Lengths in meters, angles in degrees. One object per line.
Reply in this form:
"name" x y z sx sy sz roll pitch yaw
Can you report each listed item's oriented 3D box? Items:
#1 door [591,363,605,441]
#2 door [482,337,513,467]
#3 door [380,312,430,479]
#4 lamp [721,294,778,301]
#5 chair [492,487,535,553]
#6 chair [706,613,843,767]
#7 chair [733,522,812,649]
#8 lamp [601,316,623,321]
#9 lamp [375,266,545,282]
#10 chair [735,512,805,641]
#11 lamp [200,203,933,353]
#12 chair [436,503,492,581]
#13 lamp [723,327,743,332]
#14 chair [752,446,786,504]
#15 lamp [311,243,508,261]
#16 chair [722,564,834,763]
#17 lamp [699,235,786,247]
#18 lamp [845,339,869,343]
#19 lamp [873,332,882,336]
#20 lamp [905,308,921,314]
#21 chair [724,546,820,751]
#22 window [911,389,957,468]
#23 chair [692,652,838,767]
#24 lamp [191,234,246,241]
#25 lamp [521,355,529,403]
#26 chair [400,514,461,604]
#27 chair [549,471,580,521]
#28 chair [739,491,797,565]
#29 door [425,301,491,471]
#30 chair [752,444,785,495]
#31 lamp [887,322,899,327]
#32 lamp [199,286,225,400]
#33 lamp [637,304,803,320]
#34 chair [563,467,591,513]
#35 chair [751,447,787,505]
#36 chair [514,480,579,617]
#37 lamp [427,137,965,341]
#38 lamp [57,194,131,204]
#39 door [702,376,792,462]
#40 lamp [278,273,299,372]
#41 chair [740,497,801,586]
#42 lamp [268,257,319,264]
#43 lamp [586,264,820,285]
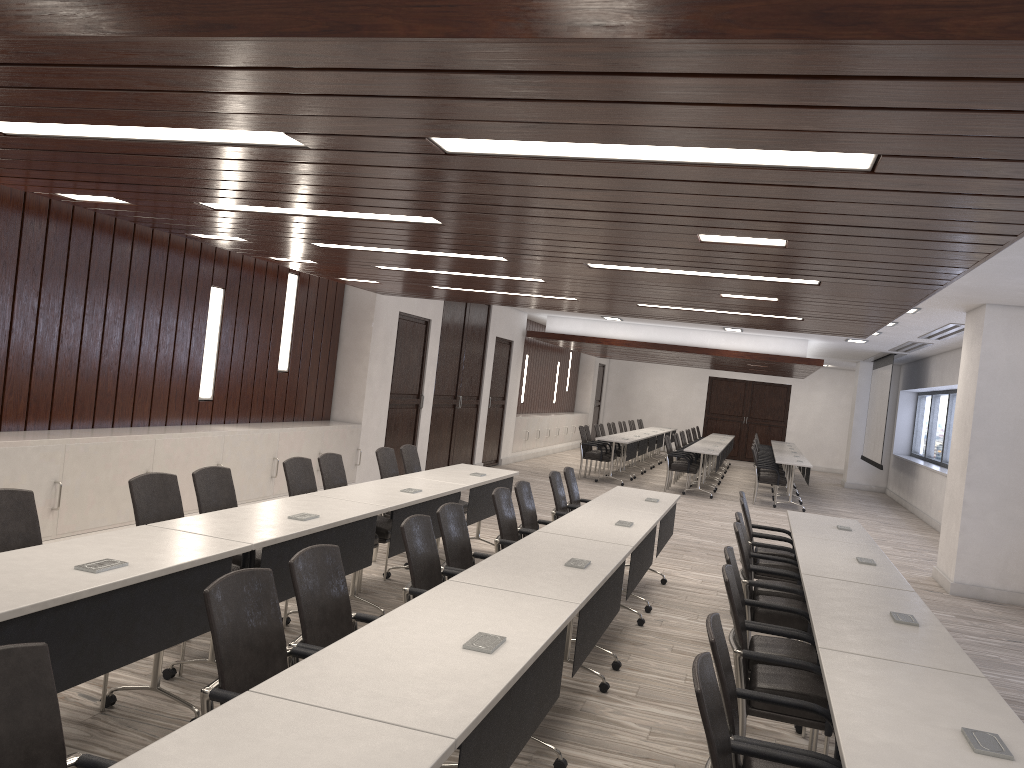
"door" 2.426 0.563 25.728 0.200 2.323 1.163 7 0 16
"door" -0.319 0.328 16.030 0.200 2.323 1.163 7 0 16
"door" -1.482 0.229 11.922 0.200 2.323 1.163 7 0 16
"lamp" 1.807 -0.683 6.743 0.421 0.046 0.236 7 0 16
"chair" 0.153 1.178 5.732 0.638 0.939 0.513 7 0 15
"chair" 0.907 1.285 2.902 0.638 0.939 0.513 7 0 15
"chair" 1.603 1.345 5.326 0.638 0.939 0.513 7 0 16
"lamp" 1.821 -1.235 16.053 0.324 0.120 0.519 7 0 16
"lamp" -0.451 -0.944 7.388 1.496 0.045 0.236 7 0 16
"chair" 1.740 1.357 5.830 0.638 0.939 0.513 7 0 16
"lamp" 3.107 -0.819 10.336 1.469 0.552 14.296 7 1 39
"chair" -0.116 1.155 4.783 0.638 0.939 0.513 7 0 16
"lamp" 3.864 -0.999 15.469 0.324 0.120 0.519 7 0 16
"chair" 4.479 1.591 15.549 0.638 0.939 0.513 7 0 15
"lamp" -0.750 -0.970 6.330 1.496 0.045 0.236 7 0 16
"chair" 1.186 1.310 3.858 0.638 0.939 0.513 7 0 16
"lamp" 1.148 -0.739 4.415 0.421 0.046 0.236 7 0 16
"lamp" 5.805 -0.774 14.914 0.324 0.120 0.519 7 0 16
"lamp" 5.339 -0.814 13.268 0.324 0.120 0.519 7 0 16
"lamp" 4.432 -0.892 10.061 0.324 0.120 0.519 7 0 16
"chair" 1.316 1.320 4.366 0.638 0.939 0.513 7 0 16
"window" 7.589 0.781 14.690 0.118 1.419 10.452 7 0 16
"chair" 0.759 1.273 2.398 0.638 0.939 0.513 7 0 16
"lamp" -2.228 -1.141 6.753 0.464 0.045 0.236 7 0 16
"lamp" 0.228 -0.116 19.221 0.094 1.058 0.236 7 0 16
"chair" -0.243 1.144 4.267 0.638 0.939 0.513 7 0 15
"chair" 0.576 1.214 7.197 0.638 0.939 0.513 7 0 15
"chair" 2.143 1.391 7.293 0.638 0.939 0.513 7 0 16
"door" -0.868 -0.002 13.975 0.200 2.889 2.327 7 0 16
"chair" 4.751 1.614 16.513 0.638 0.939 0.513 7 0 16
"lamp" 4.898 -0.852 11.708 0.324 0.120 0.519 7 0 16
"lamp" -2.859 -0.380 8.315 0.094 1.058 0.236 7 0 16
"lamp" 1.878 -0.686 8.095 1.496 0.045 0.236 7 0 16
"chair" 0.722 1.227 7.704 0.638 0.939 0.513 7 0 15
"chair" 4.337 1.579 15.046 0.638 0.939 0.513 7 0 17
"chair" 0.298 1.190 6.234 0.638 0.939 0.513 7 0 16
"lamp" 3.495 -0.755 7.806 1.499 0.552 12.001 7 1 32
"lamp" -2.587 -1.171 5.483 0.464 0.045 0.236 7 0 16
"door" 6.765 1.056 25.691 2.329 2.323 0.200 7 0 16
"lamp" -2.464 -0.666 9.583 0.094 1.058 0.236 7 0 16
"chair" 2.016 1.381 6.787 0.638 0.939 0.513 7 0 16
"lamp" -1.928 -1.115 7.811 0.464 0.045 0.236 7 0 16
"lamp" 1.219 -0.742 5.767 1.496 0.045 0.236 7 0 16
